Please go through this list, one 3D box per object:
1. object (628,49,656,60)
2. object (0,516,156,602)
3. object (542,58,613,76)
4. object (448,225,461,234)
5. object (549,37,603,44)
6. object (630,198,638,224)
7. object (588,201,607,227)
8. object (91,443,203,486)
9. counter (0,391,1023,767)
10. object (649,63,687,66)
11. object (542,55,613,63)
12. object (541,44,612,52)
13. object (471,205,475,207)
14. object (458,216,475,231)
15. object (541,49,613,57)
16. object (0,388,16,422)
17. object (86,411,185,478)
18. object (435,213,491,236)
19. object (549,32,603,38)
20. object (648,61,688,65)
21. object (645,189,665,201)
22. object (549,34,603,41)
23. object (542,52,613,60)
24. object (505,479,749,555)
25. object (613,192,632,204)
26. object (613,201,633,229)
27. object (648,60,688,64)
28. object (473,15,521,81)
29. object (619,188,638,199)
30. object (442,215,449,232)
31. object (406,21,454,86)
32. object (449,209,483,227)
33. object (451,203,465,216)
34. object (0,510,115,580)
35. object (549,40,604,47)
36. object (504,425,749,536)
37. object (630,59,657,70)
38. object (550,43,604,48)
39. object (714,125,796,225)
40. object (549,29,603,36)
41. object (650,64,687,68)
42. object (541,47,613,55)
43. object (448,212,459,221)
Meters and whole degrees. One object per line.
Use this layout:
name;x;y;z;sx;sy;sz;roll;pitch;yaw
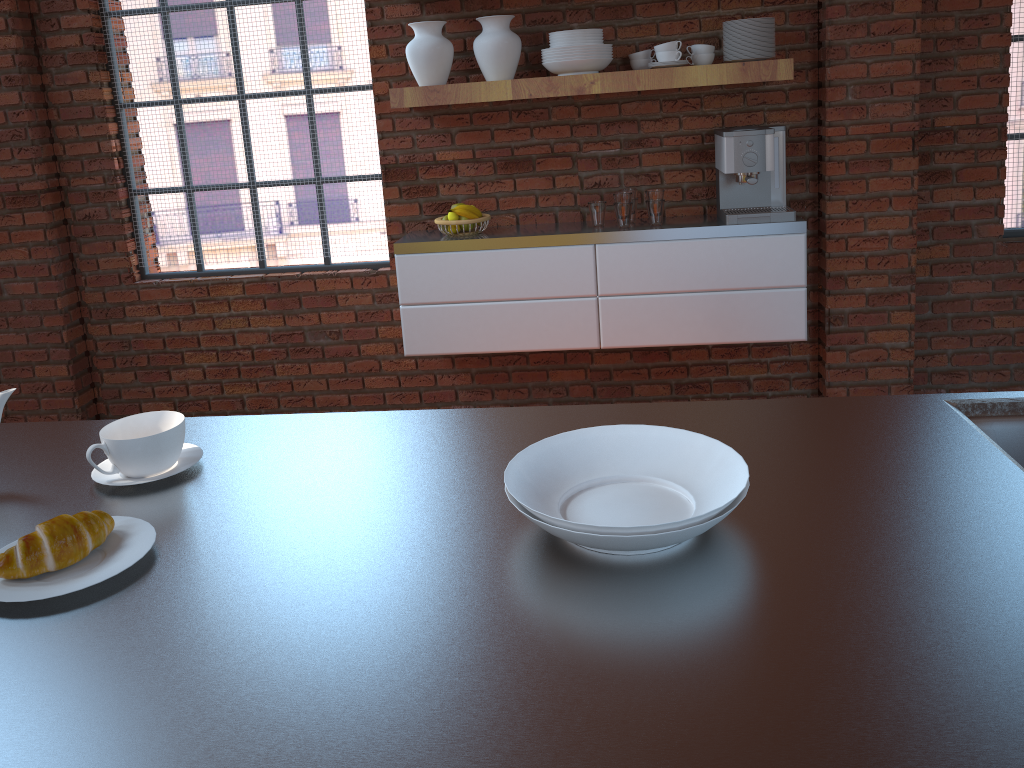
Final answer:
object;0.520;-1.322;3.562;0.092;0.057;0.102;-11;18;-23
object;-0.519;0.206;1.029;0.195;0.013;0.200;5;20;26
object;0.260;-1.250;3.482;0.282;0.054;0.289;-7;18;-9
object;-0.239;-0.642;3.633;0.056;0.045;0.047;8;19;38
object;0.255;-1.329;3.466;0.213;0.054;0.220;-5;17;-1
object;0.485;-0.715;3.639;0.078;0.101;0.080;6;17;36
object;0.352;-0.696;3.613;0.078;0.101;0.079;-10;15;-22
object;-0.535;0.122;1.297;0.155;0.012;0.157;8;21;33
counter;-0.210;0.270;0.989;3.139;0.127;1.055;-2;18;7
object;0.606;-1.234;3.412;0.156;0.012;0.156;-15;21;-31
object;0.260;-1.260;3.480;0.282;0.054;0.289;-7;18;-9
object;0.257;-1.299;3.472;0.282;0.054;0.289;-7;18;-9
object;-0.172;-0.731;3.712;0.047;0.045;0.055;-17;20;-40
object;-0.189;-0.669;3.661;0.076;0.064;0.079;8;20;39
object;0.258;-1.281;3.476;0.282;0.054;0.289;-7;18;-9
object;-0.816;0.086;1.247;0.118;0.151;0.203;-1;16;13
object;-0.541;0.093;1.291;0.125;0.068;0.119;-7;16;-8
object;-0.204;-0.663;3.685;0.239;0.069;0.239;-16;21;-34
object;0.253;-1.347;3.463;0.213;0.054;0.220;-5;17;-1
object;0.606;-1.238;3.411;0.156;0.012;0.156;-15;21;-31
object;0.574;-0.725;3.527;0.078;0.101;0.080;1;15;19
object;0.254;-1.339;3.464;0.213;0.054;0.220;-5;17;-1
object;0.259;-1.271;3.478;0.282;0.054;0.289;-7;18;-9
object;0.134;0.135;1.036;0.283;0.054;0.288;-11;19;-20
object;0.445;-0.714;3.520;0.078;0.101;0.080;6;17;36
object;0.448;-0.677;3.527;0.078;0.101;0.080;6;17;36
object;0.605;-1.243;3.411;0.156;0.012;0.156;-15;21;-31
object;-0.057;-1.334;3.512;0.193;0.243;0.196;-9;15;-20
object;0.482;-0.752;3.632;0.078;0.101;0.080;6;17;36
object;-0.260;-0.673;3.685;0.074;0.074;0.074;-9;15;-17
object;-0.330;-1.325;3.544;0.196;0.243;0.194;-17;19;-42
object;-0.173;-0.682;3.623;0.064;0.092;0.180;8;20;42
object;-0.221;-0.728;3.689;0.068;0.060;0.071;2;16;23
object;-0.531;0.182;1.030;0.062;0.050;0.141;3;18;25
object;0.255;-1.318;3.469;0.213;0.054;0.220;-5;17;-1
object;0.133;0.125;1.034;0.283;0.054;0.288;-11;19;-20
object;0.527;-1.293;3.571;0.092;0.045;0.101;-8;17;-13
object;0.256;-1.308;3.471;0.213;0.054;0.220;-5;17;-1
object;0.965;-0.841;3.499;0.270;0.360;0.390;-3;15;7
object;0.252;-1.357;3.461;0.213;0.054;0.220;-5;17;-1
object;0.606;-1.230;3.413;0.156;0.012;0.156;-15;21;-31
object;0.258;-1.289;3.474;0.282;0.054;0.289;-7;18;-9
object;-0.243;-0.691;3.636;0.045;0.051;0.053;-5;15;-4
